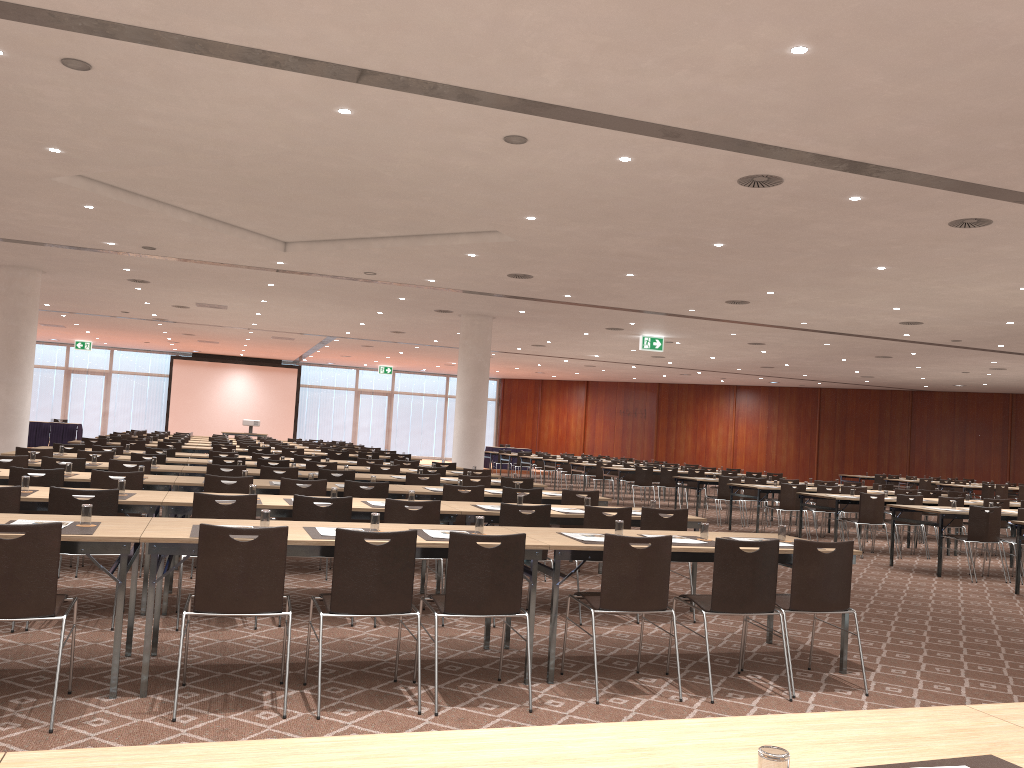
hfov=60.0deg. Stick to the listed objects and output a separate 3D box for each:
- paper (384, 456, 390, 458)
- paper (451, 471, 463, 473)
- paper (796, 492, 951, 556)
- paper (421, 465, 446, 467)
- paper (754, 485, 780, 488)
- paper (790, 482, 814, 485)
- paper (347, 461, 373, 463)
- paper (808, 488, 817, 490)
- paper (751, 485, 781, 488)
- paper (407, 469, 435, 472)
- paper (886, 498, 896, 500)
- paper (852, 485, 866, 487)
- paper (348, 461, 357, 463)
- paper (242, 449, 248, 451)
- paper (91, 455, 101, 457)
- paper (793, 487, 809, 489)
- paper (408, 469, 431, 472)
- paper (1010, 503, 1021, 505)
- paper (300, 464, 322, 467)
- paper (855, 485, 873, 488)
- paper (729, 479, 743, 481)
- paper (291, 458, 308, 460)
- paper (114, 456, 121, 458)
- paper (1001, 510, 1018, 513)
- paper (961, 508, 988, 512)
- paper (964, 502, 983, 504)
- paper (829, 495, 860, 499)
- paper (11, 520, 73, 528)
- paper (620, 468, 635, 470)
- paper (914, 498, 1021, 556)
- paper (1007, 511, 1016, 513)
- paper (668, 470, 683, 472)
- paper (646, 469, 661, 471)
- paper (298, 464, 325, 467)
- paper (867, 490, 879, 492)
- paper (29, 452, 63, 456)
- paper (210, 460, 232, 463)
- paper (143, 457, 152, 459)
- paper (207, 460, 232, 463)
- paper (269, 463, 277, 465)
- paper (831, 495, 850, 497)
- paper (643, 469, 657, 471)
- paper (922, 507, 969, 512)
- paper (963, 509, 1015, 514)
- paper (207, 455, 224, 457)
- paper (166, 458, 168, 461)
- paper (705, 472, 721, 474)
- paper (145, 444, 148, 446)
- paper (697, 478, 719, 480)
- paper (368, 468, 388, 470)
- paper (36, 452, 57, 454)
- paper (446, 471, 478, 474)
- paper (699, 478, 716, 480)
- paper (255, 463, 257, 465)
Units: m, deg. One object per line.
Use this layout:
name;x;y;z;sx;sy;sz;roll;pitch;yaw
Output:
paper;-2.470;1.571;18.970;0.460;0.003;0.565;5;-3;-22
paper;-0.768;1.378;13.808;0.283;0.006;0.398;4;-3;-17
paper;5.694;2.200;13.925;2.267;0.832;0.953;5;-3;-18
paper;-1.383;1.449;15.655;0.460;0.003;0.565;4;-3;-17
paper;4.449;1.793;15.532;0.283;0.006;0.398;5;-3;-18
paper;6.049;2.040;18.113;0.460;0.003;0.565;5;-3;-21
paper;-2.582;1.353;15.247;0.460;0.003;0.565;4;-3;-17
paper;5.131;1.847;15.700;0.460;0.003;0.565;4;-3;-17
paper;4.506;1.797;15.486;0.460;0.003;0.565;5;-3;-20
paper;-1.322;1.335;13.572;0.460;0.003;0.565;5;-3;-19
paper;5.772;1.780;13.822;0.460;0.003;0.565;5;-3;-18
paper;7.185;2.129;18.536;0.284;0.006;0.398;5;-3;-19
paper;-2.676;1.346;15.282;0.283;0.006;0.398;5;-3;-18
paper;-5.248;1.350;18.060;0.460;0.003;0.565;5;-3;-19
paper;-5.731;0.984;12.160;0.283;0.006;0.398;5;-3;-18
paper;5.085;1.843;15.738;0.284;0.006;0.398;5;-3;-19
paper;-1.413;1.327;13.590;0.283;0.006;0.398;5;-3;-18
paper;8.519;1.998;14.725;0.460;0.003;0.565;5;-3;-19
paper;-2.956;1.204;13.071;0.284;0.006;0.398;5;-3;-19
paper;7.251;2.136;18.526;0.460;0.003;0.565;5;-3;-21
paper;4.434;1.912;17.654;0.284;0.006;0.398;5;-3;-20
paper;-3.589;1.274;14.990;0.283;0.006;0.398;4;-3;-17
paper;-5.628;0.992;12.128;0.460;0.003;0.565;5;-3;-19
paper;6.933;1.751;12.136;0.284;0.006;0.398;5;-3;-19
paper;6.325;1.706;11.980;0.283;0.006;0.398;4;-3;-17
paper;7.311;1.903;14.338;0.460;0.003;0.565;4;-3;-17
paper;5.169;1.730;13.587;0.460;0.003;0.565;5;-3;-19
paper;-2.558;0.760;4.793;0.283;0.006;0.398;4;-3;-16
paper;2.780;1.988;20.721;0.460;0.003;0.565;4;-3;-18
paper;7.843;2.371;14.639;2.267;0.832;0.953;5;-3;-18
paper;7.046;1.760;12.102;0.460;0.003;0.565;4;-3;-15
paper;3.923;2.077;21.137;0.284;0.006;0.398;5;-3;-18
paper;3.340;2.033;20.982;0.283;0.006;0.398;4;-3;-15
paper;-2.887;1.210;13.040;0.460;0.003;0.565;5;-3;-19
paper;6.609;1.966;16.271;0.283;0.006;0.398;4;-3;-17
paper;-6.268;0.942;11.931;0.460;0.003;0.565;5;-3;-20
paper;-4.166;1.108;12.682;0.284;0.006;0.398;5;-3;-20
paper;-5.101;1.033;12.366;0.283;0.006;0.398;5;-3;-18
paper;-4.082;1.114;12.621;0.460;0.003;0.565;5;-3;-21
paper;-3.559;1.157;12.887;0.283;0.006;0.398;4;-3;-14
paper;5.066;1.722;13.629;0.284;0.006;0.398;5;-3;-21
paper;3.403;2.038;20.925;0.460;0.003;0.565;5;-3;-21
paper;5.782;1.661;11.702;0.460;0.003;0.565;4;-3;-17
paper;6.387;1.709;11.898;0.460;0.003;0.565;4;-3;-17
paper;-4.740;1.181;14.522;0.460;0.003;0.565;4;-3;-15
paper;-5.032;1.039;12.313;0.460;0.003;0.565;5;-3;-22
paper;4.846;2.153;21.487;0.284;0.006;0.398;5;-3;-19
paper;-7.372;1.180;17.331;0.460;0.003;0.565;5;-3;-19
paper;3.880;1.867;17.397;0.460;0.003;0.565;4;-3;-17
paper;-2.023;1.277;13.366;0.283;0.006;0.398;4;-3;-17
paper;-6.309;0.938;11.973;0.283;0.006;0.398;4;-3;-16
paper;-0.732;1.380;13.724;0.460;0.003;0.565;5;-3;-18
paper;3.799;1.859;17.413;0.284;0.006;0.398;5;-3;-20
paper;-3.482;1.161;12.820;0.460;0.003;0.565;4;-3;-17
